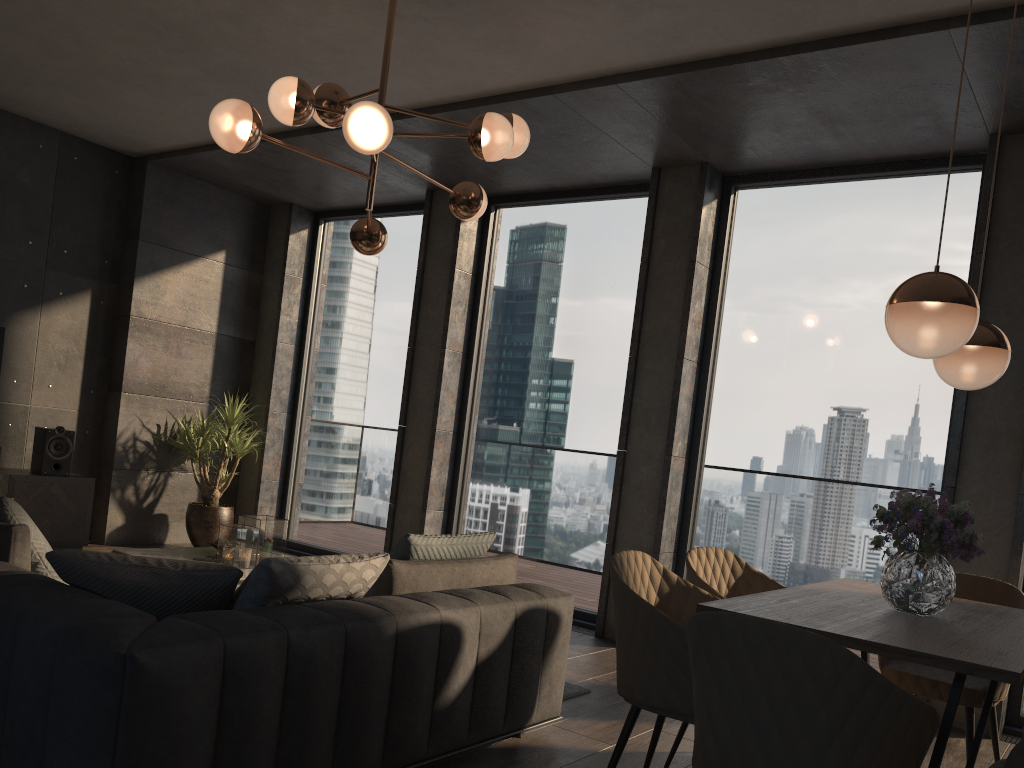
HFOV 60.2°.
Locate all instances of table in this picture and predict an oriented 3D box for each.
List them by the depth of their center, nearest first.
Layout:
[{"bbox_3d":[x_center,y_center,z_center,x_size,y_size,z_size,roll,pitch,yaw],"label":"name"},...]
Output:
[{"bbox_3d":[1.191,1.095,2.773,0.765,0.769,1.476,6,-3,36],"label":"table"},{"bbox_3d":[-1.569,1.145,4.950,0.926,0.309,0.936,4,-5,36],"label":"table"}]

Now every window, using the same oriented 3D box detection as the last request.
[{"bbox_3d":[1.023,0.171,5.741,7.231,3.002,0.200,4,-1,36],"label":"window"}]

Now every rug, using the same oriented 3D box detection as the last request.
[{"bbox_3d":[-1.384,1.294,4.509,3.129,0.020,1.741,4,-5,36],"label":"rug"}]

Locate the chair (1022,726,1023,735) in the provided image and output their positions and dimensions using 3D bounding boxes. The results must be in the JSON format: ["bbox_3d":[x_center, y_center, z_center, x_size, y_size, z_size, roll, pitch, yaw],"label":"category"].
[{"bbox_3d":[1.819,1.127,2.646,0.508,0.837,0.558,7,-1,30],"label":"chair"}]

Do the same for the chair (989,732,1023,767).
[{"bbox_3d":[1.424,1.041,2.130,0.507,0.837,0.558,7,-1,35],"label":"chair"}]

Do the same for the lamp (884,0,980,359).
[{"bbox_3d":[1.242,-0.837,2.443,0.238,1.545,0.239,7,1,12],"label":"lamp"}]

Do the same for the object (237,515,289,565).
[{"bbox_3d":[-1.407,0.878,4.960,0.195,0.261,0.200,6,-1,36],"label":"object"}]

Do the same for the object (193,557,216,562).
[{"bbox_3d":[-1.649,0.965,4.831,0.181,0.012,0.046,7,-4,-3],"label":"object"}]

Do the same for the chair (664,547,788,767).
[{"bbox_3d":[0.899,1.067,3.333,0.558,0.837,0.507,7,-1,-45],"label":"chair"}]

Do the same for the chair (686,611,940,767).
[{"bbox_3d":[0.640,0.940,2.042,0.552,0.837,0.513,6,-1,40],"label":"chair"}]

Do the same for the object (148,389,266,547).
[{"bbox_3d":[-2.510,0.680,7.226,0.955,1.361,1.020,7,-1,-23],"label":"object"}]

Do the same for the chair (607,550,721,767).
[{"bbox_3d":[0.546,0.988,2.833,0.508,0.837,0.558,7,-1,30],"label":"chair"}]

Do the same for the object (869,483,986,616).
[{"bbox_3d":[1.279,0.509,2.736,0.328,0.409,0.298,7,-1,6],"label":"object"}]

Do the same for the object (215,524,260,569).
[{"bbox_3d":[-1.476,0.875,4.753,0.149,0.221,0.149,6,-1,36],"label":"object"}]

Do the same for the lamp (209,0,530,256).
[{"bbox_3d":[-0.446,-1.195,3.790,1.012,1.038,1.469,7,-3,12],"label":"lamp"}]

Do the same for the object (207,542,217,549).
[{"bbox_3d":[-1.605,0.960,5.174,0.346,0.084,0.349,6,-4,13],"label":"object"}]

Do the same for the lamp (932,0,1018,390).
[{"bbox_3d":[1.649,-0.746,3.012,0.237,1.545,0.240,8,1,42],"label":"lamp"}]

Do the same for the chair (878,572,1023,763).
[{"bbox_3d":[1.728,1.181,3.517,0.552,0.837,0.513,6,-1,40],"label":"chair"}]

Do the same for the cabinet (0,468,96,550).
[{"bbox_3d":[-3.965,0.793,5.614,0.538,0.551,2.424,6,-4,36],"label":"cabinet"}]

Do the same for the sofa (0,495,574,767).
[{"bbox_3d":[-1.479,0.825,3.588,2.897,0.784,2.037,4,-4,35],"label":"sofa"}]

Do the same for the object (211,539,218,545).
[{"bbox_3d":[-1.614,0.961,5.177,0.322,0.072,0.279,5,-4,25],"label":"object"}]

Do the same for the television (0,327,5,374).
[{"bbox_3d":[-4.017,-0.119,5.758,0.057,0.736,1.274,8,-2,36],"label":"television"}]

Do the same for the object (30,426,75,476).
[{"bbox_3d":[-3.291,0.471,6.334,0.199,0.354,0.248,7,-1,-44],"label":"object"}]
